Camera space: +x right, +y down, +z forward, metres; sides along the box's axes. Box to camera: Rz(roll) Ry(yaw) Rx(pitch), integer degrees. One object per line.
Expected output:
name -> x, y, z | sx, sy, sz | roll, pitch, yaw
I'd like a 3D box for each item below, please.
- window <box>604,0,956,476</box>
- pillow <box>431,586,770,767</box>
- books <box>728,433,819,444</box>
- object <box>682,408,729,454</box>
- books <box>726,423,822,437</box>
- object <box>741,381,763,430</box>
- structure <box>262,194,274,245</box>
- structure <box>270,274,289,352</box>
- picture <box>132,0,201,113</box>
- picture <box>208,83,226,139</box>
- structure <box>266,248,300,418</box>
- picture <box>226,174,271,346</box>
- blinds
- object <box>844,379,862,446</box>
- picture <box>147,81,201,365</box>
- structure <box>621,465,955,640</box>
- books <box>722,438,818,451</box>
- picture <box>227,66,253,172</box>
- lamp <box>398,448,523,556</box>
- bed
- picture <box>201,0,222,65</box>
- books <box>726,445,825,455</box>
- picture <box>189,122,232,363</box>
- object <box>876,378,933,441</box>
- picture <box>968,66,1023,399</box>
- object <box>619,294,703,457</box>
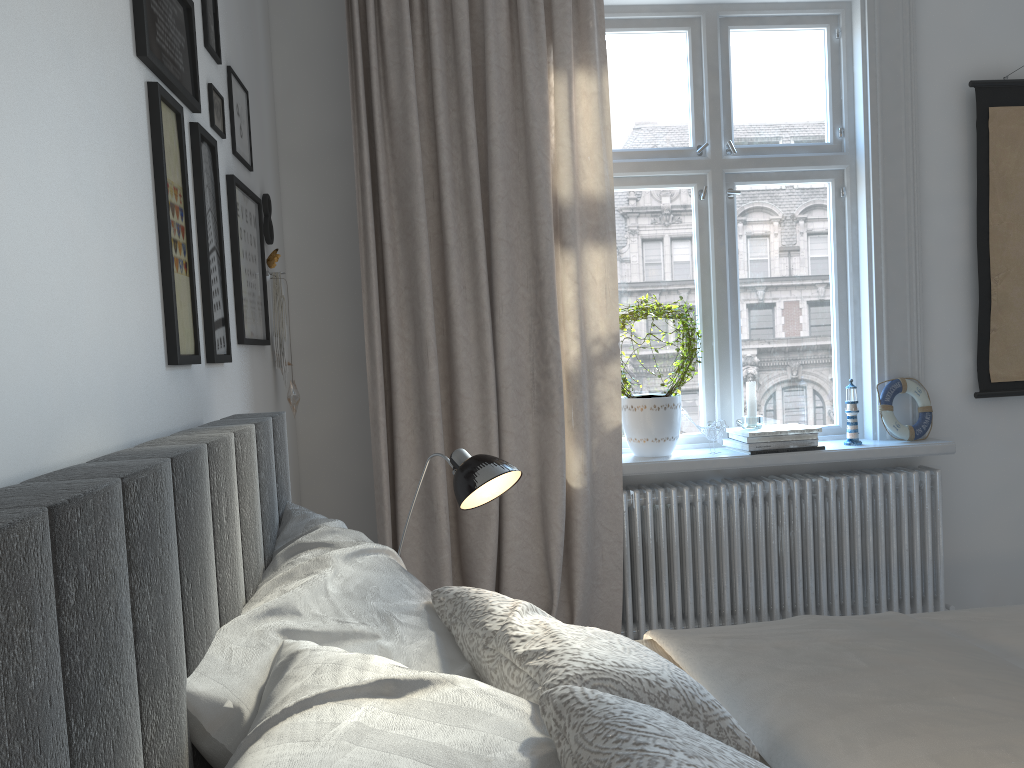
window -> -2.659, -0.637, 4.575 | 7.978, 7.016, 11.956 | -3, 3, -5
pillow -> 0.168, 0.465, 1.159 | 0.415, 0.226, 1.146 | -4, 2, -12
books -> 0.921, 0.183, 3.142 | 0.253, 0.022, 0.207 | -3, 2, -4
object -> 0.678, 0.161, 3.130 | 0.196, 0.165, 0.059 | 0, 4, 45
books -> 0.925, 0.163, 3.141 | 0.269, 0.015, 0.203 | -3, 2, -8
object -> 0.847, 0.074, 3.135 | 0.074, 0.173, 0.074 | 0, 4, 40
structure -> -0.730, -0.493, 2.651 | 0.014, 0.151, 0.096 | -3, 3, -5
structure -> -0.730, -0.220, 2.788 | 0.024, 0.239, 0.146 | -3, 3, -5
picture -> -0.658, -0.683, 1.695 | 0.020, 0.232, 0.365 | -3, 3, -5
picture -> -0.694, -0.641, 2.088 | 0.010, 0.098, 0.119 | -3, 3, -5
structure -> -0.689, -0.149, 2.663 | 0.078, 0.514, 0.134 | -4, 3, -17
picture -> -0.697, -0.312, 2.359 | 0.021, 0.415, 0.364 | -3, 3, -5
blinds -> -0.057, -0.281, 2.798 | 0.831, 2.650, 0.224 | -3, 3, -5
object -> 1.204, 0.098, 3.140 | 0.059, 0.235, 0.060 | -1, 4, 37
picture -> -0.633, -0.288, 1.668 | 0.020, 0.505, 0.165 | -3, 3, -5
structure -> 0.818, 0.608, 3.165 | 1.505, 0.548, 0.195 | -3, 3, -5
books -> 0.913, 0.206, 3.149 | 0.262, 0.025, 0.207 | -3, 2, -12
picture -> -0.722, -0.699, 2.360 | 0.010, 0.220, 0.225 | -3, 3, -5
lamp -> -0.276, 0.615, 2.230 | 0.450, 0.937, 0.800 | -4, 3, -23
bed -> 0.603, 0.553, 1.173 | 2.176, 1.047, 1.887 | -3, 3, -5
picture -> -0.706, -0.871, 2.076 | 0.011, 0.202, 0.128 | -3, 3, -5
books -> 0.928, 0.225, 3.139 | 0.272, 0.013, 0.219 | -3, 2, -9
picture -> -0.658, -0.298, 1.943 | 0.020, 0.505, 0.165 | -3, 3, -5
object -> 1.410, 0.091, 3.174 | 0.236, 0.228, 0.079 | -4, 3, -19
picture -> 2.048, -0.624, 3.233 | 0.793, 1.314, 0.057 | -3, 3, -5
object -> 0.486, -0.034, 3.139 | 0.384, 0.574, 0.216 | -4, 3, -24
